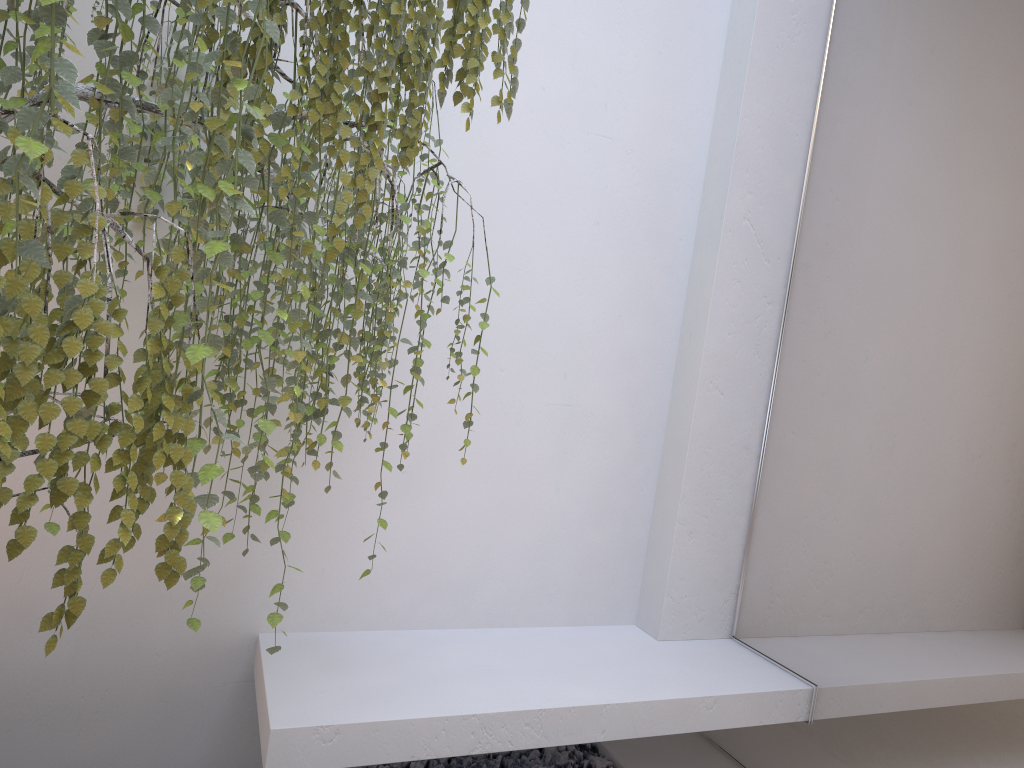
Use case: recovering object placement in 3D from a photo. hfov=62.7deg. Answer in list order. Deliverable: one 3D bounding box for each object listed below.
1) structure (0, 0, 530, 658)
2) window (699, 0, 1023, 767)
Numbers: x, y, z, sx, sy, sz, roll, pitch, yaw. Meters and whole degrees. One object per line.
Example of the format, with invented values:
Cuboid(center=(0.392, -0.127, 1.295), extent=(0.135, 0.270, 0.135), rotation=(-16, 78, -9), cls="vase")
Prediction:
Cuboid(center=(-1.044, -0.914, 1.165), extent=(2.731, 3.994, 1.551), rotation=(7, 2, -30), cls="structure")
Cuboid(center=(1.319, -0.247, 1.937), extent=(0.056, 3.258, 2.519), rotation=(7, 2, -19), cls="window")
